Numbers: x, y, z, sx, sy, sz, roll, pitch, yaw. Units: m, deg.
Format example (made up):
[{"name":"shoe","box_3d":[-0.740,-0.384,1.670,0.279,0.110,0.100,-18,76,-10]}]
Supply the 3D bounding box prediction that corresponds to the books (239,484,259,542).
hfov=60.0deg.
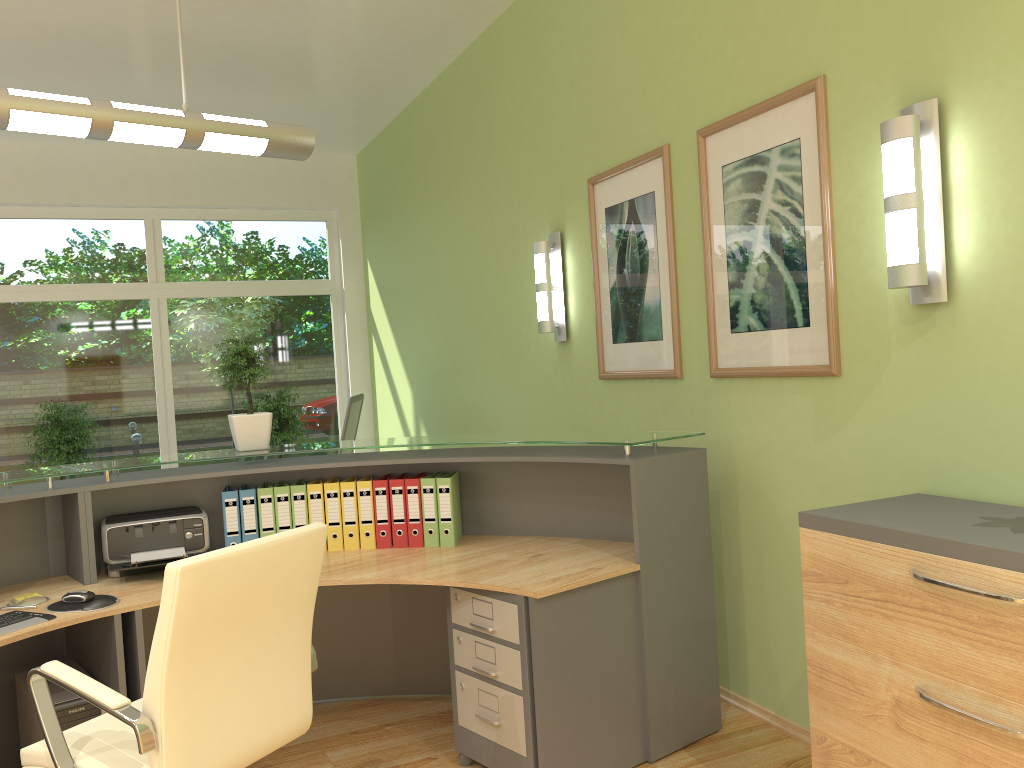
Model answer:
[{"name":"books","box_3d":[-1.117,0.571,3.706,0.062,0.282,0.233,-4,2,-27]}]

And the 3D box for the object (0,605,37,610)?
[{"name":"object","box_3d":[-1.687,0.759,3.003,0.158,0.011,0.011,-3,1,3]}]

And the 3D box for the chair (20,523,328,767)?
[{"name":"chair","box_3d":[-0.858,0.917,2.314,0.652,1.048,0.584,-3,2,29]}]

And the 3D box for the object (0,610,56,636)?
[{"name":"object","box_3d":[-1.675,0.764,2.675,0.215,0.015,0.526,-3,2,26]}]

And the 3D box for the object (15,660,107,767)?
[{"name":"object","box_3d":[-1.591,1.261,3.147,0.200,0.411,0.478,-5,2,-39]}]

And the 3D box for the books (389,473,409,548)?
[{"name":"books","box_3d":[-0.447,0.529,3.752,0.063,0.282,0.231,-3,1,10]}]

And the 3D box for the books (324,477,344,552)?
[{"name":"books","box_3d":[-0.736,0.546,3.769,0.063,0.282,0.231,-3,1,0]}]

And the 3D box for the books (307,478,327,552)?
[{"name":"books","box_3d":[-0.806,0.551,3.766,0.063,0.282,0.231,-4,1,0]}]

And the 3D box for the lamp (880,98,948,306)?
[{"name":"lamp","box_3d":[1.156,-0.521,2.570,0.142,0.580,0.134,-4,1,-24]}]

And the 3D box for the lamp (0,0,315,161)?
[{"name":"lamp","box_3d":[-1.386,-1.421,2.868,1.470,1.249,0.197,-5,2,-39]}]

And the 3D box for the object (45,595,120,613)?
[{"name":"object","box_3d":[-1.456,0.736,3.021,0.248,0.027,0.219,-3,1,3]}]

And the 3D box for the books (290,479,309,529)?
[{"name":"books","box_3d":[-0.877,0.555,3.758,0.063,0.282,0.231,-4,1,-3]}]

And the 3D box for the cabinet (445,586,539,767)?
[{"name":"cabinet","box_3d":[0.098,1.016,3.172,0.502,0.692,0.463,-5,2,-39]}]

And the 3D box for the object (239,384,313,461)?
[{"name":"object","box_3d":[-2.004,0.695,7.660,0.590,1.376,0.503,-3,1,12]}]

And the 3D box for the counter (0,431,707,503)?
[{"name":"counter","box_3d":[-1.272,0.353,2.903,3.674,0.078,1.837,-5,2,-39]}]

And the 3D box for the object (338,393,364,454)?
[{"name":"object","box_3d":[-1.094,0.721,6.248,0.606,1.285,0.848,-4,1,-4]}]

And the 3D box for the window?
[{"name":"window","box_3d":[-5.894,0.143,6.659,9.401,3.000,0.092,-4,1,-24]}]

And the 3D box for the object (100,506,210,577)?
[{"name":"object","box_3d":[-1.388,0.626,3.468,0.397,0.217,0.458,-4,1,-24]}]

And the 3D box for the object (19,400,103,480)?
[{"name":"object","box_3d":[-3.506,0.803,6.970,0.503,1.376,0.590,-2,2,37]}]

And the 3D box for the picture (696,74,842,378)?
[{"name":"picture","box_3d":[0.916,-0.523,3.259,0.025,1.000,0.700,-4,1,-24]}]

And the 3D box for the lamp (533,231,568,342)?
[{"name":"lamp","box_3d":[0.199,-0.515,4.736,0.142,0.580,0.134,-4,1,-24]}]

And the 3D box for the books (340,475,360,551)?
[{"name":"books","box_3d":[-0.686,0.543,3.765,0.062,0.282,0.233,-4,1,-9]}]

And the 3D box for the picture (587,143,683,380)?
[{"name":"picture","box_3d":[0.548,-0.520,4.091,0.025,1.000,0.700,-4,1,-24]}]

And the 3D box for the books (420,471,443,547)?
[{"name":"books","box_3d":[-0.303,0.521,3.724,0.063,0.282,0.231,-3,1,18]}]

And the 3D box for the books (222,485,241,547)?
[{"name":"books","box_3d":[-1.182,0.576,3.686,0.062,0.282,0.233,-4,2,-27]}]

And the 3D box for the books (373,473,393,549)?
[{"name":"books","box_3d":[-0.516,0.533,3.760,0.063,0.282,0.231,-3,1,10]}]

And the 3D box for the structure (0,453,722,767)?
[{"name":"structure","box_3d":[-1.238,0.915,2.916,3.673,1.049,1.837,-5,2,-39]}]

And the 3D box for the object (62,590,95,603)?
[{"name":"object","box_3d":[-1.484,0.727,3.036,0.104,0.035,0.059,-3,1,6]}]

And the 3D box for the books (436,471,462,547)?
[{"name":"books","box_3d":[-0.235,0.517,3.705,0.063,0.282,0.231,-3,1,18]}]

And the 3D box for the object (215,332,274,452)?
[{"name":"object","box_3d":[-1.137,0.030,3.810,0.230,0.507,0.216,-3,1,2]}]

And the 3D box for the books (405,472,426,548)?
[{"name":"books","box_3d":[-0.399,0.527,3.742,0.062,0.282,0.233,-3,1,1]}]

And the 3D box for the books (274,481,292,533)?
[{"name":"books","box_3d":[-0.977,0.562,3.740,0.062,0.282,0.233,-4,1,-22]}]

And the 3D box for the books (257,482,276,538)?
[{"name":"books","box_3d":[-1.041,0.566,3.729,0.062,0.282,0.233,-4,1,-22]}]

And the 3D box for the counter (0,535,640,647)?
[{"name":"counter","box_3d":[-1.212,0.747,2.868,3.444,0.018,1.723,-5,2,-39]}]

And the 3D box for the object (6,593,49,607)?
[{"name":"object","box_3d":[-1.685,0.749,3.087,0.132,0.026,0.132,-4,1,0]}]

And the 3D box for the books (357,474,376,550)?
[{"name":"books","box_3d":[-0.618,0.539,3.764,0.062,0.282,0.233,-4,1,-9]}]

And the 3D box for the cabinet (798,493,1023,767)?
[{"name":"cabinet","box_3d":[1.252,0.826,2.081,0.501,0.966,1.115,-4,1,-24]}]
